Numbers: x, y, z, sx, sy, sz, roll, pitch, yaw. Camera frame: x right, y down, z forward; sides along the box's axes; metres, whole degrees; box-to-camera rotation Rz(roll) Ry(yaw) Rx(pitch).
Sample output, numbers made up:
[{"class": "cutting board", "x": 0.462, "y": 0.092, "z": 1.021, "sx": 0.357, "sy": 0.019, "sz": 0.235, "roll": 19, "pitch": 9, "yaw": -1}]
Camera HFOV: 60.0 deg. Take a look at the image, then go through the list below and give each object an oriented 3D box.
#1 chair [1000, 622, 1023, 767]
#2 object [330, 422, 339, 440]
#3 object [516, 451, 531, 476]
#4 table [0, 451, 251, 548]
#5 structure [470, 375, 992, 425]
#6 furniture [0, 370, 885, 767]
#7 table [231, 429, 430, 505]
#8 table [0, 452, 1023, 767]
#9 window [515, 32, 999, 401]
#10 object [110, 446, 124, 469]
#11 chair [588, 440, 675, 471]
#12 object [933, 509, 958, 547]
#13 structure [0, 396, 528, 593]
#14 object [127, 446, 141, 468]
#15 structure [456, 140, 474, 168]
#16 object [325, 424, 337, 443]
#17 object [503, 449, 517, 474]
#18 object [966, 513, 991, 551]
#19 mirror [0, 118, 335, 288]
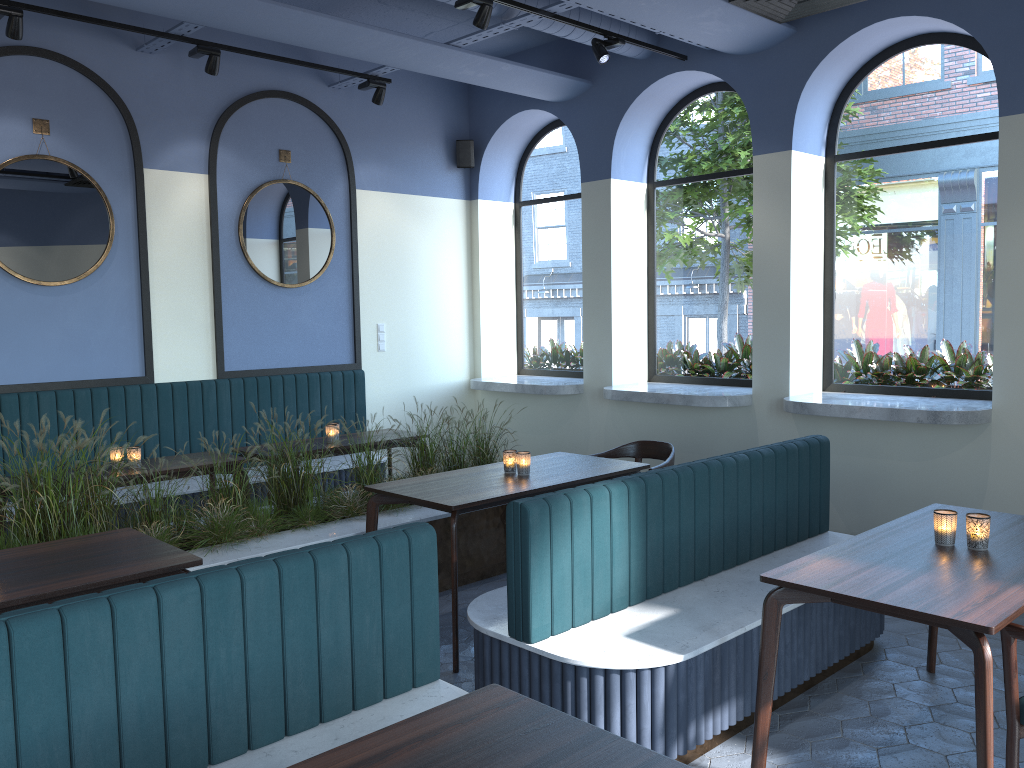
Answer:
[{"class": "chair", "x": 1.751, "y": 0.992, "z": 2.449, "sx": 0.618, "sy": 0.793, "sz": 0.525, "roll": -3, "pitch": 5, "yaw": -20}, {"class": "object", "x": -1.230, "y": 0.330, "z": 6.123, "sx": 0.078, "sy": 0.120, "sz": 0.078, "roll": 2, "pitch": 5, "yaw": 29}, {"class": "object", "x": 0.061, "y": 0.421, "z": 4.697, "sx": 0.078, "sy": 0.120, "sz": 0.078, "roll": -3, "pitch": 5, "yaw": -27}, {"class": "table", "x": -2.223, "y": 0.863, "z": 5.165, "sx": 1.332, "sy": 0.755, "sz": 0.548, "roll": -5, "pitch": 6, "yaw": -43}, {"class": "structure", "x": 0.918, "y": 0.511, "z": 1.566, "sx": 4.315, "sy": 0.080, "sz": 14.155, "roll": 0, "pitch": 5, "yaw": 7}, {"class": "furniture", "x": -1.404, "y": 0.717, "z": 4.331, "sx": 4.800, "sy": 1.150, "sz": 4.703, "roll": -5, "pitch": 6, "yaw": -44}, {"class": "table", "x": -1.212, "y": 0.768, "z": 6.128, "sx": 1.332, "sy": 0.755, "sz": 0.548, "roll": -5, "pitch": 6, "yaw": -43}, {"class": "table", "x": -1.403, "y": 1.191, "z": 0.875, "sx": 3.997, "sy": 0.755, "sz": 9.778, "roll": 2, "pitch": 5, "yaw": 30}, {"class": "window", "x": 1.117, "y": -0.715, "z": 1.458, "sx": 3.897, "sy": 2.394, "sz": 14.212, "roll": 0, "pitch": 5, "yaw": 7}, {"class": "object", "x": -2.288, "y": 0.428, "z": 5.139, "sx": 0.078, "sy": 0.120, "sz": 0.078, "roll": 2, "pitch": 5, "yaw": 29}, {"class": "chair", "x": 0.736, "y": 0.771, "z": 5.438, "sx": 0.525, "sy": 0.793, "sz": 0.618, "roll": -5, "pitch": 6, "yaw": -44}, {"class": "object", "x": 1.553, "y": 0.516, "z": 3.180, "sx": 0.078, "sy": 0.120, "sz": 0.078, "roll": -3, "pitch": 5, "yaw": -27}, {"class": "structure", "x": -1.640, "y": 0.673, "z": 4.574, "sx": 4.878, "sy": 1.207, "sz": 1.143, "roll": -5, "pitch": 6, "yaw": -42}, {"class": "object", "x": -2.190, "y": 0.426, "z": 5.142, "sx": 0.078, "sy": 0.120, "sz": 0.078, "roll": 2, "pitch": 5, "yaw": 29}, {"class": "structure", "x": -2.375, "y": -1.596, "z": 1.939, "sx": 7.261, "sy": 0.268, "sz": 13.143, "roll": 2, "pitch": 5, "yaw": 29}, {"class": "object", "x": -1.227, "y": 0.338, "z": 6.026, "sx": 0.078, "sy": 0.120, "sz": 0.078, "roll": 2, "pitch": 5, "yaw": 29}, {"class": "object", "x": -0.010, "y": 0.417, "z": 4.764, "sx": 0.078, "sy": 0.120, "sz": 0.078, "roll": -3, "pitch": 5, "yaw": -27}, {"class": "object", "x": 1.637, "y": 0.520, "z": 3.116, "sx": 0.078, "sy": 0.120, "sz": 0.078, "roll": -3, "pitch": 5, "yaw": -27}, {"class": "mirror", "x": -3.049, "y": -1.195, "z": 5.869, "sx": 4.357, "sy": 1.089, "sz": 0.026, "roll": -5, "pitch": 6, "yaw": -44}]
